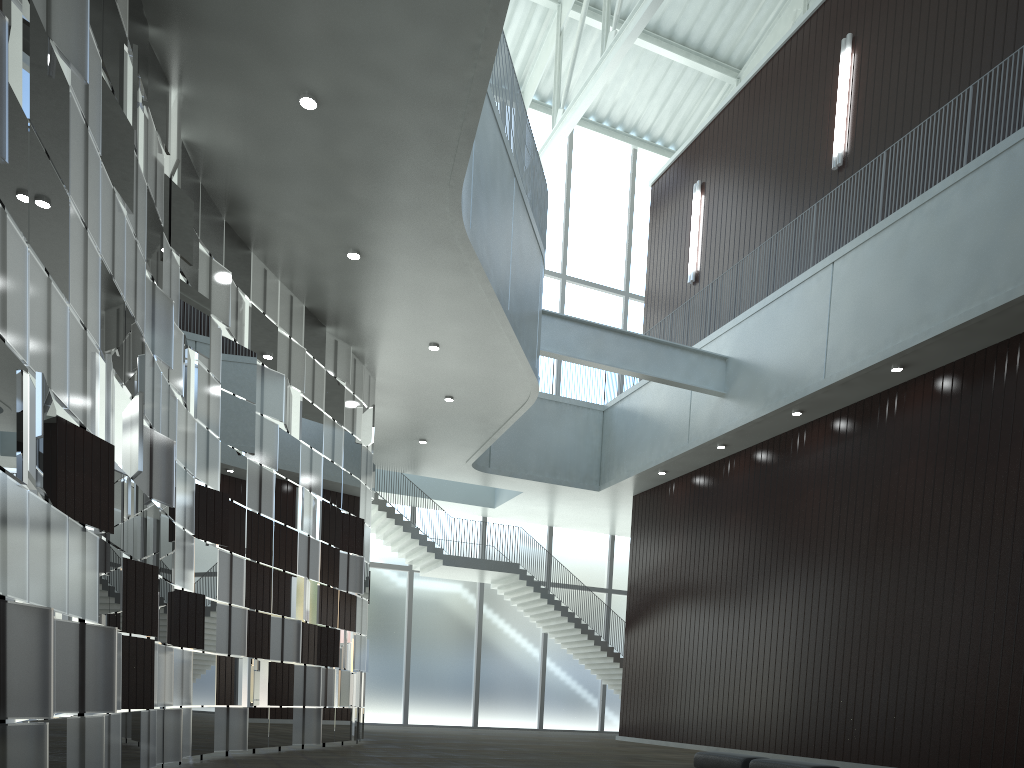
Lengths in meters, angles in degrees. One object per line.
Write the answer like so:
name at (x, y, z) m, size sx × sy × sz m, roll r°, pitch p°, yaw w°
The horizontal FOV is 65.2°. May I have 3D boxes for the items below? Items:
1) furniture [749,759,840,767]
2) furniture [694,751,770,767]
furniture at (13.137, 18.103, 37.268) m, size 2.160 × 1.033 × 4.215 m, roll 9°, pitch -21°, yaw -20°
furniture at (11.415, 19.673, 41.433) m, size 2.160 × 1.033 × 4.215 m, roll 9°, pitch -21°, yaw -20°
